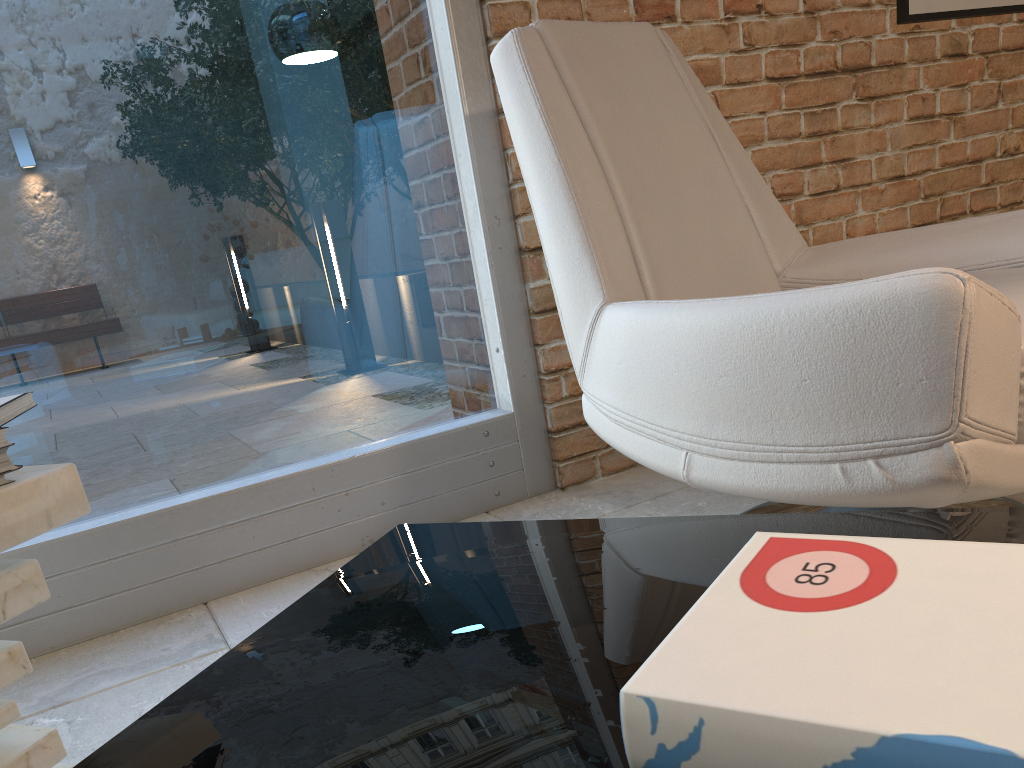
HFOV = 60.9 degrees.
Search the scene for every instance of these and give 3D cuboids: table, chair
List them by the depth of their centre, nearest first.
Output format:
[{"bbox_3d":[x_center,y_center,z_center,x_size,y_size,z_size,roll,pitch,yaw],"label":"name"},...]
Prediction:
[{"bbox_3d":[0.662,0.280,0.433,1.977,0.450,2.098,-5,12,25],"label":"table"},{"bbox_3d":[-0.740,0.407,0.904,0.497,0.528,0.470,-3,16,24],"label":"table"},{"bbox_3d":[0.507,-0.200,1.549,0.991,1.047,0.971,-22,19,-39],"label":"chair"}]

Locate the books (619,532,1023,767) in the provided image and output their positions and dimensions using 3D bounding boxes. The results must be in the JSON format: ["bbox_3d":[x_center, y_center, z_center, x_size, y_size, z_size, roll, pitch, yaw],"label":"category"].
[{"bbox_3d":[0.266,0.166,0.513,0.326,0.059,0.243,-3,13,34],"label":"books"}]

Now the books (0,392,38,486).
[{"bbox_3d":[-0.738,0.107,0.828,0.549,0.083,0.385,-19,14,-40],"label":"books"}]

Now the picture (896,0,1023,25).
[{"bbox_3d":[1.355,-1.667,2.339,0.895,1.254,0.026,-17,20,-23],"label":"picture"}]
